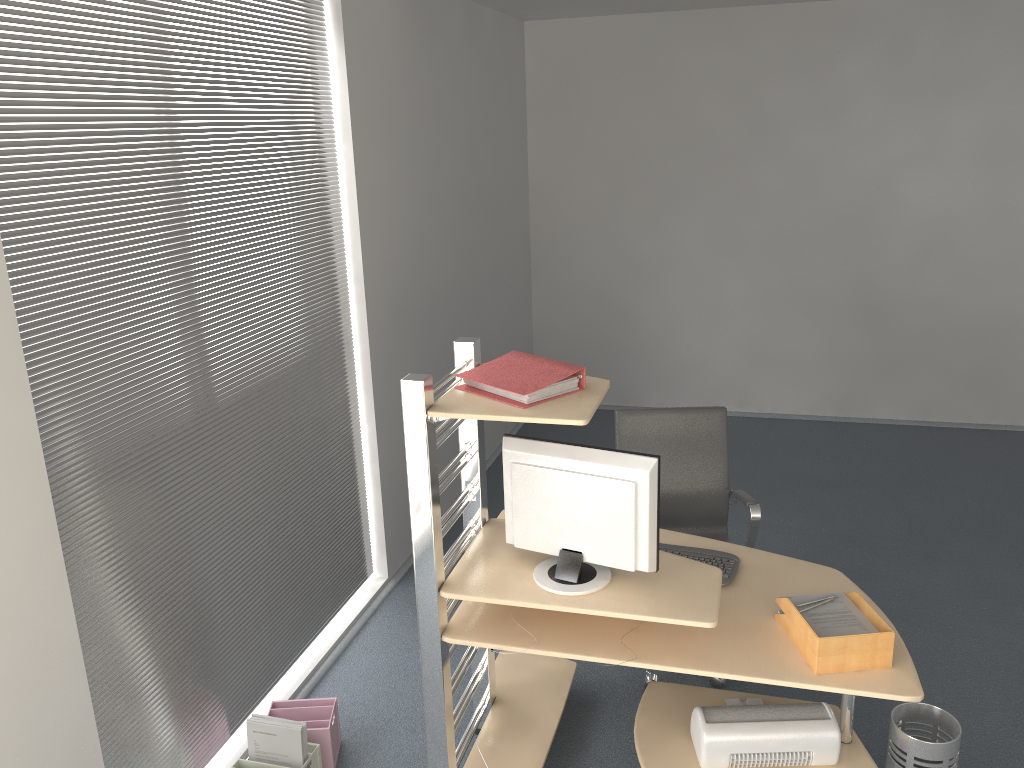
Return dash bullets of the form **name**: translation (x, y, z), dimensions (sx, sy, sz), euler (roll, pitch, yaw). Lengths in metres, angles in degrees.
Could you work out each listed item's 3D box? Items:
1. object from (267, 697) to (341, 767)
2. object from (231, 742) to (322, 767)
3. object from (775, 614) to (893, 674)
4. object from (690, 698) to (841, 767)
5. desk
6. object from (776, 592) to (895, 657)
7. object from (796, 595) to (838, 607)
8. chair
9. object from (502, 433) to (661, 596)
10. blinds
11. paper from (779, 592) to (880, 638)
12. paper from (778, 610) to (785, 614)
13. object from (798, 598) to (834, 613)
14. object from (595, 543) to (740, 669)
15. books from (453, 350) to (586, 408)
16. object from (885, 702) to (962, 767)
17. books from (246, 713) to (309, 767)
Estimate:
- **object**: translation (-0.780, 1.321, 3.311), dimensions (0.245, 0.202, 0.185), euler (-3, 16, -2)
- **object**: translation (-0.814, 1.385, 3.096), dimensions (0.245, 0.202, 0.185), euler (3, 17, 16)
- **object**: translation (0.960, 0.747, 2.669), dimensions (0.225, 0.060, 0.309), euler (-3, 16, -5)
- **object**: translation (0.809, 1.093, 2.928), dimensions (0.438, 0.162, 0.351), euler (-2, 16, 0)
- **desk**: translation (0.538, 0.638, 3.024), dimensions (1.469, 1.566, 0.967), euler (3, 17, 15)
- **object**: translation (0.958, 0.693, 2.653), dimensions (0.225, 0.060, 0.309), euler (-3, 16, -5)
- **object**: translation (0.949, 0.673, 2.755), dimensions (0.159, 0.009, 0.008), euler (-8, 17, -19)
- **chair**: translation (0.703, 0.692, 3.739), dimensions (0.584, 1.048, 0.652), euler (-1, 16, 2)
- **object**: translation (0.174, 0.403, 2.741), dimensions (0.516, 0.418, 0.245), euler (10, 20, 36)
- **blinds**: translation (-1.026, -0.094, 3.250), dimensions (0.022, 2.770, 1.950), euler (3, 17, 15)
- **paper**: translation (0.958, 0.709, 2.659), dimensions (0.210, 0.010, 0.297), euler (-3, 16, -5)
- **paper**: translation (0.960, 0.759, 2.674), dimensions (0.210, 0.019, 0.297), euler (-3, 16, -5)
- **object**: translation (0.936, 0.681, 2.729), dimensions (0.159, 0.009, 0.008), euler (-11, 18, -27)
- **object**: translation (0.459, 0.727, 2.947), dimensions (0.478, 0.082, 0.814), euler (5, 18, 23)
- **books**: translation (0.021, -0.021, 2.741), dimensions (0.262, 0.072, 0.320), euler (-16, 21, -40)
- **object**: translation (1.340, 1.270, 2.911), dimensions (0.208, 0.377, 0.208), euler (-11, 19, -29)
- **books**: translation (-0.812, 1.313, 3.090), dimensions (0.220, 0.306, 0.068), euler (3, 17, 16)
